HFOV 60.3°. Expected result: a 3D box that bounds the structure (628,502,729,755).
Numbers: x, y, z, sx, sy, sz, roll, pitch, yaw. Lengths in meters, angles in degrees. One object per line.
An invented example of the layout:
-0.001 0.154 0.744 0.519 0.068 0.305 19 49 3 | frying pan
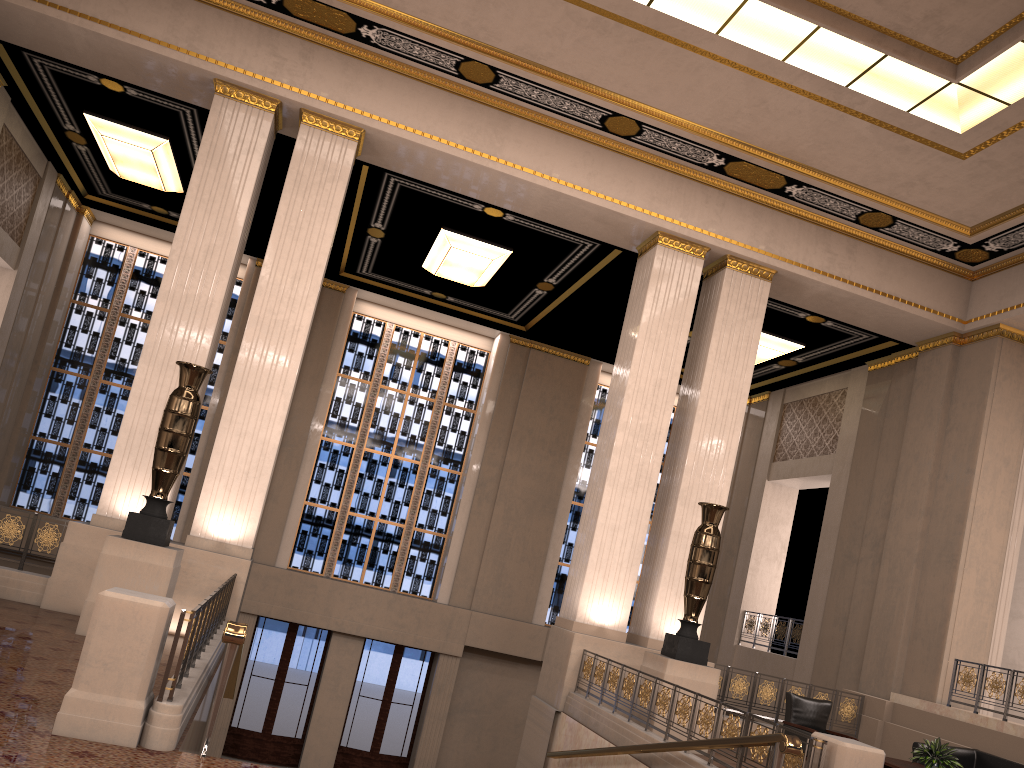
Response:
2.054 2.756 10.182 0.705 2.753 0.705 15 -7 -13 | structure

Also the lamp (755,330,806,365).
4.235 -0.593 15.981 1.175 0.211 2.039 16 -13 -12 | lamp

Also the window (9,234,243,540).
-7.260 0.104 16.883 3.007 5.291 0.070 15 -7 -13 | window

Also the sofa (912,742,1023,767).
5.182 4.343 9.284 0.880 0.696 1.943 15 -12 -12 | sofa

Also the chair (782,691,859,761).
3.687 4.243 10.650 0.653 0.833 0.722 16 -10 -17 | chair

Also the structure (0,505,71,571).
-6.177 1.505 9.545 2.551 0.646 0.032 16 -7 -13 | structure

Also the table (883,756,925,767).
4.288 4.223 9.053 0.844 0.429 1.491 15 -12 -12 | table

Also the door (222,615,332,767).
-4.477 5.844 16.810 1.501 2.690 0.156 15 -7 -13 | door

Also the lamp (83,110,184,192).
-5.758 -3.456 13.520 1.175 0.211 2.039 16 -13 -12 | lamp

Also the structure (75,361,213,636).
-3.530 1.156 8.807 0.705 2.753 0.705 15 -7 -13 | structure

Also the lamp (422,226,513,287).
-0.804 -2.037 14.740 1.175 0.211 2.039 16 -13 -12 | lamp

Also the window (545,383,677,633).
2.519 2.906 19.292 3.007 5.291 0.070 15 -7 -13 | window

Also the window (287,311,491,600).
-2.453 1.481 18.067 3.007 5.291 0.070 15 -7 -13 | window

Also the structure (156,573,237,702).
-2.533 1.979 7.464 0.080 0.529 4.992 14 -13 -11 | structure

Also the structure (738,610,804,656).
4.707 4.518 15.945 0.031 0.658 2.179 14 -12 -12 | structure

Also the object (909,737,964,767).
4.369 3.827 9.081 0.499 0.371 0.537 9 -11 19 | object

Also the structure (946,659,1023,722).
6.167 3.573 9.653 0.032 0.615 3.735 14 -12 -12 | structure

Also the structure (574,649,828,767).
1.453 3.121 8.446 0.080 0.529 4.989 15 -13 -12 | structure

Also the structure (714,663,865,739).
3.659 4.323 11.968 2.552 0.646 0.032 16 -7 -13 | structure

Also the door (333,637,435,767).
-2.510 6.407 17.295 1.501 2.690 0.156 15 -7 -13 | door
